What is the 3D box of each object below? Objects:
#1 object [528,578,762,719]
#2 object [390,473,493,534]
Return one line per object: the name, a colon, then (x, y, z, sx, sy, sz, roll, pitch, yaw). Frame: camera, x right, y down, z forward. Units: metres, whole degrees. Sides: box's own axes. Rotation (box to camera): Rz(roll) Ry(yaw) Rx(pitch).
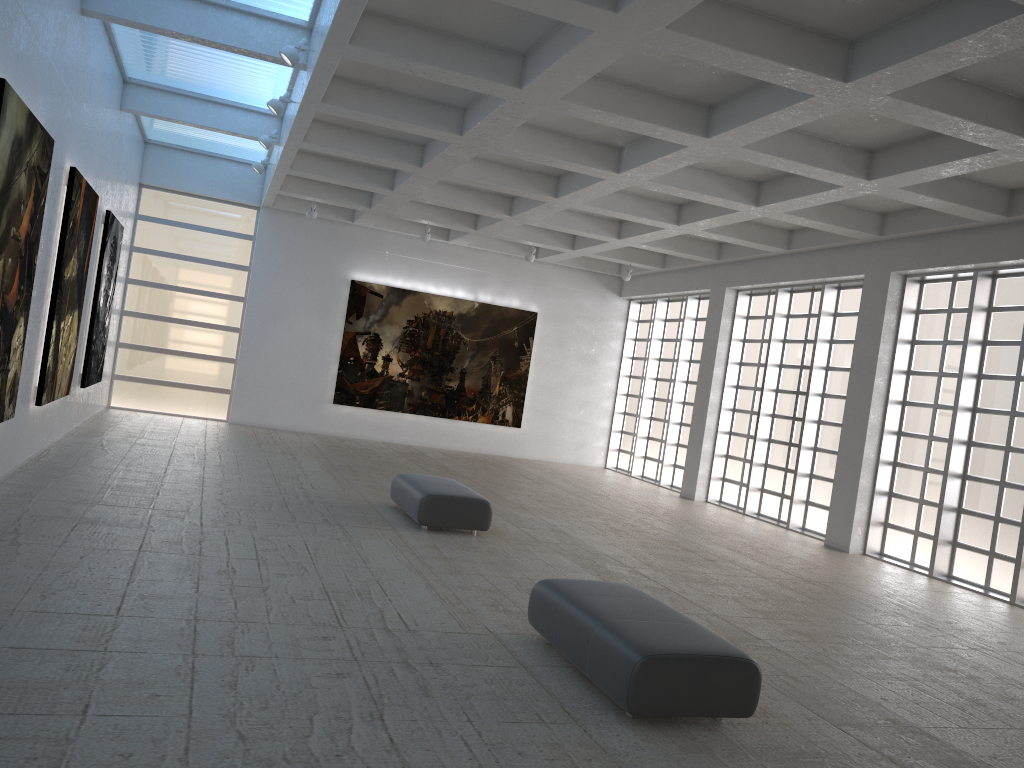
object: (1.431, 3.085, 10.582, 1.616, 0.828, 3.044, 8, 0, -19)
object: (-1.625, 2.599, 19.585, 1.616, 0.828, 3.044, 8, 0, -19)
